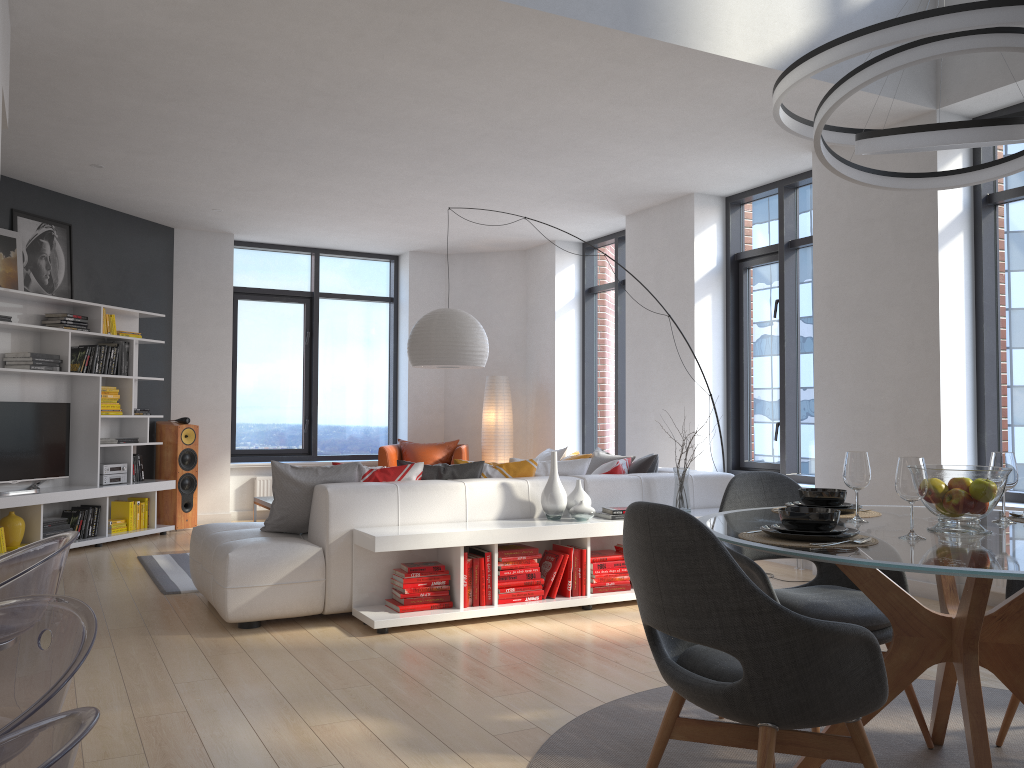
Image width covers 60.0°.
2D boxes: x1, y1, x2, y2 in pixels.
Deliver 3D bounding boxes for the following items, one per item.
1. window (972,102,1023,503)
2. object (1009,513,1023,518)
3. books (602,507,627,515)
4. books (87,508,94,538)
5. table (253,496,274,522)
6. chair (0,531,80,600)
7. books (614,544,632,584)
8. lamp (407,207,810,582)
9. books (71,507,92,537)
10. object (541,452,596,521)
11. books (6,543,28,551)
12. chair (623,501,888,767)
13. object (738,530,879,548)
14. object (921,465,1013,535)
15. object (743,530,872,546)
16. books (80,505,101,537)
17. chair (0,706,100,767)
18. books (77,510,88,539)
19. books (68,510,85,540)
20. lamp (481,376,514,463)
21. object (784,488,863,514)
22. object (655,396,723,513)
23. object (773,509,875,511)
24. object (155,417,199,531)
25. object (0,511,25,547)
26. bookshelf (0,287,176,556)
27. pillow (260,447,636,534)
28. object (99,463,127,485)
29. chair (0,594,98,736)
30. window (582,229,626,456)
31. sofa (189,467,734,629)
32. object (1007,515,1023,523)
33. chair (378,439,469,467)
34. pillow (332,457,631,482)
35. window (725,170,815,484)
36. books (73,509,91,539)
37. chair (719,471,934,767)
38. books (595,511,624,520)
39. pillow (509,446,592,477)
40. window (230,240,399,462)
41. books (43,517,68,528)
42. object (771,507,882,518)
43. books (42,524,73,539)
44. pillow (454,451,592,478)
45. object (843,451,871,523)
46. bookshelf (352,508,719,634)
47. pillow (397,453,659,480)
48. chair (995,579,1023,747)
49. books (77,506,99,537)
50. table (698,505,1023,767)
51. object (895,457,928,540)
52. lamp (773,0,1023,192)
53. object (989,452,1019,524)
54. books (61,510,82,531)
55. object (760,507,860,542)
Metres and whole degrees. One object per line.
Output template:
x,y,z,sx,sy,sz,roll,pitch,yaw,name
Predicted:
3.285,-0.501,5.030,0.170,2.402,1.310,1,-2,-28,window
1.764,0.428,2.820,0.206,0.015,0.309,1,-2,-23,object
0.684,0.762,5.338,0.238,0.027,0.188,1,-2,-14,books
-3.603,1.165,7.443,0.179,0.243,0.068,0,-2,16,books
-1.352,1.125,6.932,1.091,0.435,1.091,1,-2,-28,table
-1.153,0.743,1.852,0.434,0.838,0.475,1,-2,-30,chair
0.726,1.099,5.361,0.134,0.248,0.192,1,-2,-28,books
0.823,0.017,6.373,3.199,2.647,0.710,0,-2,8,lamp
-3.617,1.157,7.420,0.192,0.254,0.075,0,-2,16,books
0.325,0.598,5.246,0.316,0.398,0.319,0,-2,-4,object
-3.833,1.243,6.752,0.270,0.029,0.204,0,-2,2,books
0.601,0.738,2.259,0.619,0.891,0.655,1,-2,-26,chair
0.799,0.417,2.403,0.360,0.002,0.360,-1,-3,37,object
1.293,0.334,2.568,0.278,0.184,0.278,1,-2,-19,object
0.803,0.409,2.397,0.206,0.015,0.309,1,-2,-23,object
-3.588,1.158,7.513,0.197,0.260,0.066,0,-2,17,books
-0.633,0.732,0.827,0.434,0.787,0.475,1,-2,-10,chair
-3.621,1.165,7.360,0.169,0.233,0.081,0,-2,16,books
-3.644,1.165,7.334,0.187,0.234,0.096,0,-2,18,books
0.018,0.683,9.584,0.804,1.550,0.502,-1,-2,23,lamp
1.080,0.405,3.081,0.258,0.074,0.258,-2,-3,43,object
1.121,0.441,5.582,0.406,0.744,0.607,0,-2,12,object
1.076,0.435,3.066,0.309,0.015,0.206,1,-2,-23,object
-3.283,0.864,8.596,0.434,1.088,0.290,-1,-3,32,object
-3.805,1.099,6.739,0.185,0.257,0.185,0,-2,-5,object
-3.797,0.317,6.928,0.455,2.052,3.000,0,-2,17,bookshelf
-0.317,0.682,5.966,2.953,0.453,0.647,2,-3,-40,pillow
-3.580,0.789,7.781,0.270,0.174,0.285,0,-2,17,object
-0.874,0.750,1.323,0.475,0.787,0.434,-1,-2,25,chair
1.140,-0.357,9.098,0.170,2.402,1.310,1,-2,-28,window
-0.540,0.970,6.390,3.424,0.732,2.614,1,-2,-28,sofa
1.777,0.436,2.817,0.360,0.002,0.360,0,-2,14,object
-0.903,1.016,9.403,0.896,0.858,0.843,0,-2,4,chair
-0.077,0.704,5.717,2.250,0.449,0.575,1,-2,-30,pillow
2.213,-0.429,7.063,0.170,2.402,1.310,1,-2,-28,window
-3.599,1.163,7.390,0.172,0.242,0.069,0,-2,18,books
1.057,0.773,3.138,0.655,0.891,0.619,1,-2,-21,chair
0.673,0.790,5.359,0.300,0.026,0.245,1,-2,-23,books
0.195,0.715,6.757,0.580,0.456,2.156,0,-2,-2,pillow
-2.246,-0.335,10.055,1.960,2.402,0.170,1,-2,-28,window
-3.767,1.109,7.095,0.250,0.047,0.310,0,-2,13,books
1.085,0.443,3.070,0.360,0.002,0.360,0,-2,14,object
-3.745,1.201,7.091,0.277,0.137,0.343,0,-2,12,books
0.136,0.721,6.444,0.630,0.440,2.095,-1,-2,19,pillow
1.087,0.323,2.794,0.083,0.220,0.083,-1,-3,34,object
0.380,1.046,5.193,2.600,0.500,0.356,1,-2,-28,bookshelf
0.208,0.684,5.877,2.120,0.436,0.608,2,-3,-32,pillow
1.991,0.767,2.896,0.619,0.891,0.655,1,-2,-26,chair
-3.597,1.161,7.480,0.191,0.249,0.084,0,-2,17,books
1.292,0.808,2.563,1.499,0.764,1.499,2,-3,-39,table
1.084,0.309,2.406,0.083,0.220,0.083,0,-2,0,object
1.298,-2.890,2.694,1.000,4.513,1.000,1,-2,-26,lamp
1.547,0.325,2.791,0.083,0.220,0.083,-1,-2,23,object
-3.649,1.163,7.301,0.182,0.234,0.104,0,-2,17,books
0.806,0.379,2.407,0.258,0.074,0.258,-2,-3,43,object
